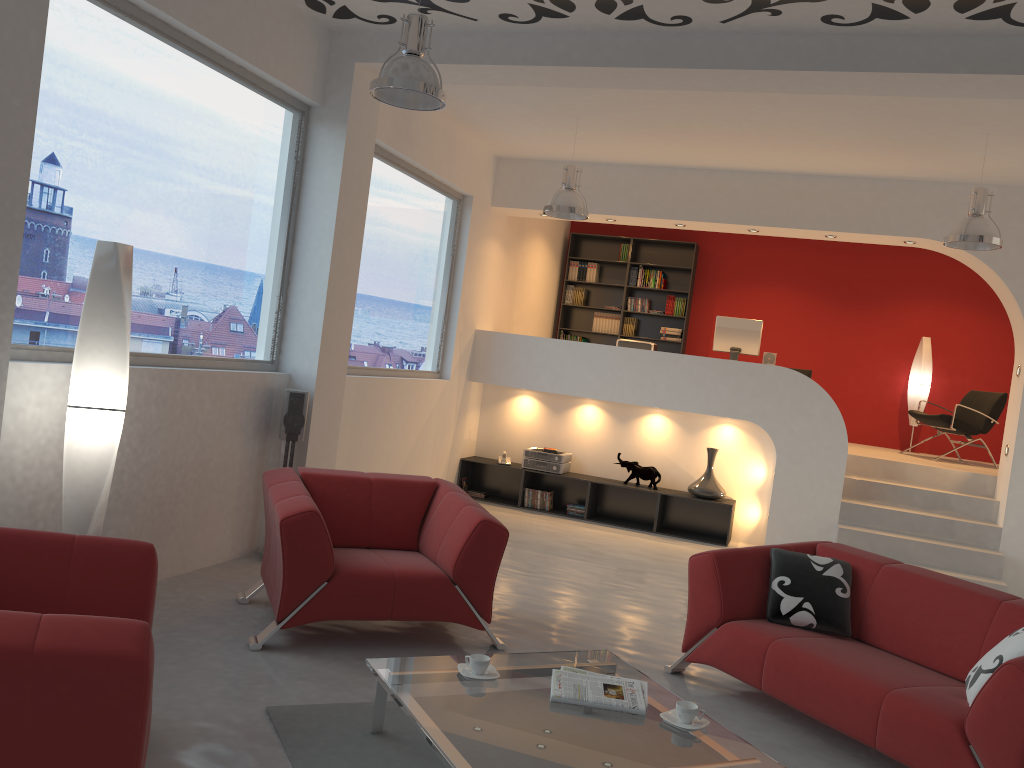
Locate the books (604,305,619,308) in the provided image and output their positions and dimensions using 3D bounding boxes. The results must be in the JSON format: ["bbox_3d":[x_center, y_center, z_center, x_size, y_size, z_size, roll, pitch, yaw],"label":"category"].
[{"bbox_3d":[1.305,-1.004,11.591,0.190,0.015,0.135,8,2,18],"label":"books"}]

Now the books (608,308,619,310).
[{"bbox_3d":[1.311,-0.973,11.588,0.190,0.015,0.135,8,2,18],"label":"books"}]

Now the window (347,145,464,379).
[{"bbox_3d":[-1.011,-0.961,7.521,0.100,1.800,2.400,8,2,18],"label":"window"}]

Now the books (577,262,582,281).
[{"bbox_3d":[0.912,-1.472,11.707,0.040,0.260,0.200,8,2,18],"label":"books"}]

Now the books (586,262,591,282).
[{"bbox_3d":[1.026,-1.456,11.669,0.040,0.260,0.200,8,2,18],"label":"books"}]

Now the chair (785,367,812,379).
[{"bbox_3d":[2.932,0.181,10.043,0.664,0.795,0.768,9,2,38],"label":"chair"}]

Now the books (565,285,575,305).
[{"bbox_3d":[0.782,-1.169,11.760,0.090,0.256,0.181,8,2,18],"label":"books"}]

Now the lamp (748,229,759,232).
[{"bbox_3d":[2.308,-1.462,8.471,0.105,0.011,0.105,8,2,7],"label":"lamp"}]

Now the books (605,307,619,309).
[{"bbox_3d":[1.320,-0.987,11.585,0.190,0.015,0.135,8,2,18],"label":"books"}]

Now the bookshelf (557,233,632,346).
[{"bbox_3d":[1.055,-0.825,11.617,0.816,2.213,0.305,8,2,18],"label":"bookshelf"}]

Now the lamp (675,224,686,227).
[{"bbox_3d":[1.650,-1.554,8.693,0.105,0.011,0.105,8,2,7],"label":"lamp"}]

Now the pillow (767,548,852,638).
[{"bbox_3d":[1.472,1.025,4.381,0.402,0.343,0.288,8,2,11],"label":"pillow"}]

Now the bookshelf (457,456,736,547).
[{"bbox_3d":[0.806,1.150,8.928,2.764,0.397,0.405,8,2,18],"label":"bookshelf"}]

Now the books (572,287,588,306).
[{"bbox_3d":[0.894,-1.145,11.721,0.146,0.240,0.170,8,2,18],"label":"books"}]

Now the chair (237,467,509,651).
[{"bbox_3d":[-0.731,0.907,4.733,1.288,0.738,0.951,7,2,-22],"label":"chair"}]

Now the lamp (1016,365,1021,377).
[{"bbox_3d":[4.423,-0.111,7.745,0.011,0.105,0.105,8,2,18],"label":"lamp"}]

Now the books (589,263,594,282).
[{"bbox_3d":[1.065,-1.450,11.656,0.040,0.260,0.200,8,2,18],"label":"books"}]

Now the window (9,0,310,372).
[{"bbox_3d":[-1.901,-0.995,4.866,0.100,1.800,2.400,8,2,18],"label":"window"}]

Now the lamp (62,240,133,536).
[{"bbox_3d":[-1.867,0.259,3.946,0.313,1.779,0.313,8,2,10],"label":"lamp"}]

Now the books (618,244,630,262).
[{"bbox_3d":[1.486,-1.685,11.530,0.146,0.240,0.170,8,2,18],"label":"books"}]

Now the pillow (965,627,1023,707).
[{"bbox_3d":[1.981,1.118,3.528,0.288,0.343,0.402,8,2,26],"label":"pillow"}]

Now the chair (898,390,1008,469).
[{"bbox_3d":[4.725,0.430,9.499,0.768,0.795,0.664,7,2,-7],"label":"chair"}]

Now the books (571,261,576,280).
[{"bbox_3d":[0.836,-1.482,11.733,0.040,0.260,0.200,8,2,18],"label":"books"}]

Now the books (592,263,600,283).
[{"bbox_3d":[1.103,-1.445,11.643,0.040,0.260,0.200,8,2,18],"label":"books"}]

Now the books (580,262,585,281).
[{"bbox_3d":[0.950,-1.466,11.695,0.040,0.260,0.200,8,2,18],"label":"books"}]

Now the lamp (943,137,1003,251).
[{"bbox_3d":[3.314,-1.376,6.280,0.379,0.800,0.379,7,2,-10],"label":"lamp"}]

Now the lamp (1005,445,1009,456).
[{"bbox_3d":[4.333,0.582,7.766,0.011,0.105,0.105,8,2,18],"label":"lamp"}]

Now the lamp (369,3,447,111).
[{"bbox_3d":[-0.466,-1.808,4.389,0.379,0.800,0.379,6,2,-43],"label":"lamp"}]

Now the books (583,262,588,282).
[{"bbox_3d":[0.988,-1.461,11.682,0.040,0.260,0.200,8,2,18],"label":"books"}]

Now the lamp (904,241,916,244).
[{"bbox_3d":[3.605,-1.280,8.034,0.105,0.011,0.105,8,2,7],"label":"lamp"}]

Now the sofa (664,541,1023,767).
[{"bbox_3d":[1.692,1.245,3.972,0.951,0.738,1.929,6,2,-32],"label":"sofa"}]

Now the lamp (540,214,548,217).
[{"bbox_3d":[0.335,-1.738,9.136,0.105,0.011,0.105,8,2,22],"label":"lamp"}]

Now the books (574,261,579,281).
[{"bbox_3d":[0.874,-1.477,11.720,0.040,0.260,0.200,8,2,18],"label":"books"}]

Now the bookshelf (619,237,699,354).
[{"bbox_3d":[1.822,-0.718,11.358,0.816,2.213,0.305,8,2,18],"label":"bookshelf"}]

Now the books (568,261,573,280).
[{"bbox_3d":[0.798,-1.488,11.746,0.040,0.260,0.200,8,2,18],"label":"books"}]

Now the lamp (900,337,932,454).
[{"bbox_3d":[4.728,0.127,10.328,0.237,1.349,0.237,8,2,27],"label":"lamp"}]

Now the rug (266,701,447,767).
[{"bbox_3d":[0.157,1.439,3.123,1.700,0.025,1.700,7,2,-27],"label":"rug"}]

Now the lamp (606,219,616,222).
[{"bbox_3d":[0.993,-1.646,8.914,0.105,0.011,0.105,8,2,7],"label":"lamp"}]

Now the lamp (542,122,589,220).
[{"bbox_3d":[0.488,-1.771,7.233,0.379,0.800,0.379,7,2,-10],"label":"lamp"}]

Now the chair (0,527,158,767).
[{"bbox_3d":[-1.566,0.863,2.631,0.951,0.738,1.288,7,2,-22],"label":"chair"}]

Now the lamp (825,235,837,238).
[{"bbox_3d":[2.965,-1.370,8.249,0.105,0.011,0.105,8,2,7],"label":"lamp"}]
